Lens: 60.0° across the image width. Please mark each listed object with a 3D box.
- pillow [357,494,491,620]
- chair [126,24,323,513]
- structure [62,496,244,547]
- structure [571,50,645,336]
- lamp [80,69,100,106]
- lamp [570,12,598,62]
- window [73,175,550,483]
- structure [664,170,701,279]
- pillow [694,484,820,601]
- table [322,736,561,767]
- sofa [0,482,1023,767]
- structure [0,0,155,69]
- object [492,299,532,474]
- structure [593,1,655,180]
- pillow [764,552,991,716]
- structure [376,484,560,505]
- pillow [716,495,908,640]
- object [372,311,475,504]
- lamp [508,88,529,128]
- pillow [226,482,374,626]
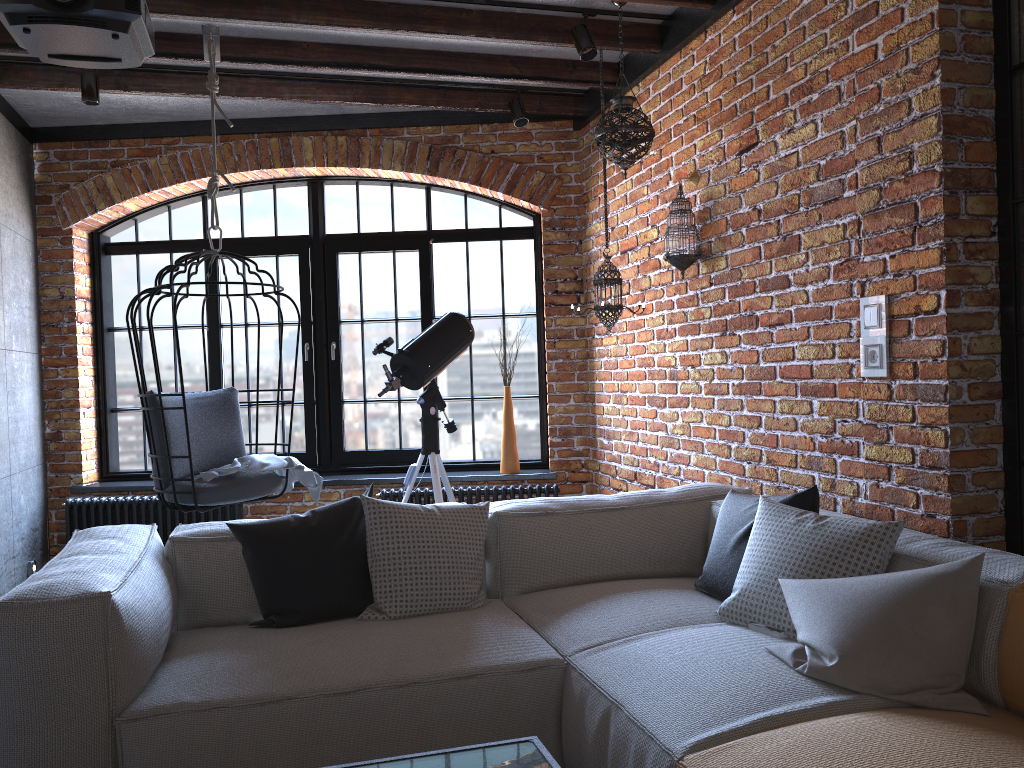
[{"bbox_3d":[-0.267,0.532,2.830,0.543,0.402,0.250,-2,1,-33],"label":"pillow"},{"bbox_3d":[-1.389,-0.495,4.091,0.682,2.220,0.802,-1,1,30],"label":"chair"},{"bbox_3d":[-2.112,0.901,5.259,1.115,0.476,0.106,-2,1,2],"label":"structure"},{"bbox_3d":[0.447,-0.948,4.268,0.389,1.437,0.338,-2,1,-15],"label":"structure"},{"bbox_3d":[-2.063,-1.477,4.381,0.121,0.184,0.082,-2,1,-23],"label":"lamp"},{"bbox_3d":[0.319,-1.539,3.939,0.134,0.208,0.090,-1,1,42],"label":"lamp"},{"bbox_3d":[-1.231,-0.379,5.715,3.293,2.233,0.177,-2,1,2],"label":"window"},{"bbox_3d":[0.751,-0.708,3.933,0.169,0.482,0.169,-2,1,-16],"label":"structure"},{"bbox_3d":[0.751,0.495,2.765,0.263,0.400,0.510,-2,1,-21],"label":"pillow"},{"bbox_3d":[-0.206,0.897,1.273,0.842,0.389,0.848,-2,1,-16],"label":"table"},{"bbox_3d":[0.165,0.770,1.747,2.536,0.697,3.300,-2,1,-16],"label":"sofa"},{"bbox_3d":[-1.349,-1.437,2.732,0.409,0.816,0.464,-2,1,-16],"label":"structure"},{"bbox_3d":[0.013,0.019,5.393,0.270,1.054,0.299,-2,1,5],"label":"object"},{"bbox_3d":[0.479,-1.279,3.849,0.265,0.779,0.273,-1,1,24],"label":"structure"},{"bbox_3d":[0.826,0.544,2.051,0.485,0.314,0.358,-2,1,27],"label":"pillow"},{"bbox_3d":[-0.241,0.839,5.214,1.115,0.476,0.106,-2,1,2],"label":"structure"},{"bbox_3d":[0.791,0.512,2.424,0.293,0.354,0.495,-2,1,-30],"label":"pillow"},{"bbox_3d":[-0.494,0.352,4.645,0.570,1.471,0.616,-2,1,11],"label":"object"},{"bbox_3d":[0.035,-1.540,4.962,0.093,0.208,0.134,-3,1,-40],"label":"lamp"},{"bbox_3d":[-0.599,0.531,2.763,0.538,0.417,0.238,-2,1,-26],"label":"pillow"}]
